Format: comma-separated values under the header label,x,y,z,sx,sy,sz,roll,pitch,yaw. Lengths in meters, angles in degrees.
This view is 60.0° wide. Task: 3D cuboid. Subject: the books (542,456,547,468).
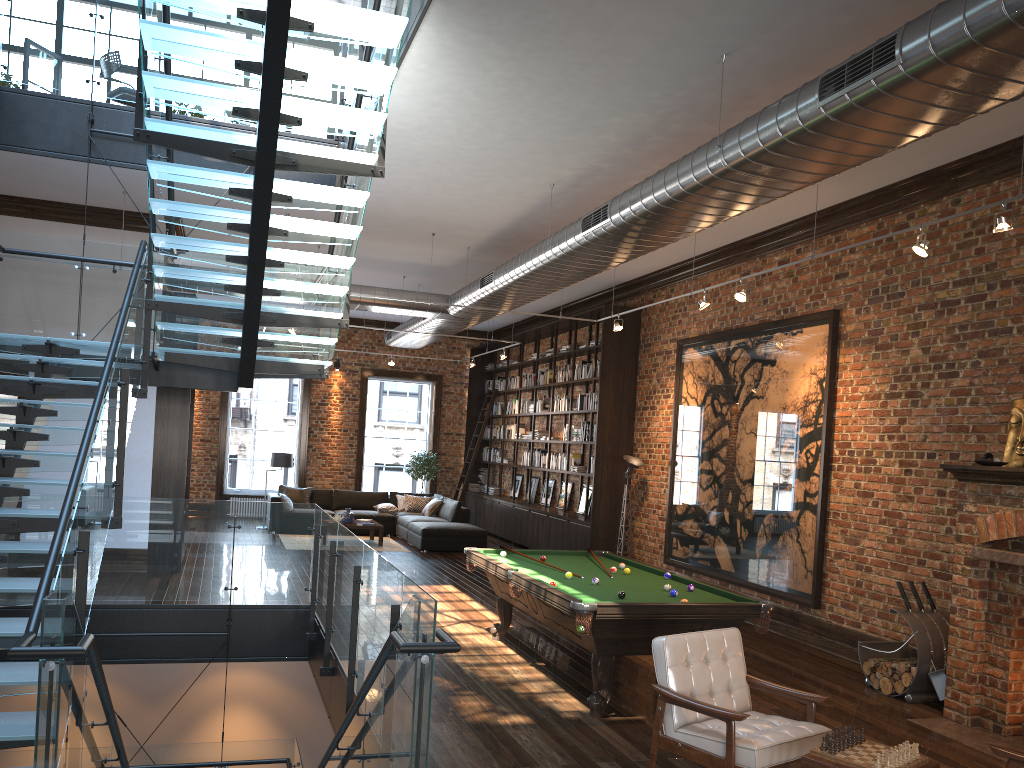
label,x,y,z,sx,sy,sz,roll,pitch,yaw
books,0.655,1.430,16.262,0.191,0.218,0.033,4,1,-18

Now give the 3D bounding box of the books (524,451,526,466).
label,x,y,z,sx,sy,sz,roll,pitch,yaw
books,0.327,1.454,17.273,0.180,0.275,0.013,4,1,-18

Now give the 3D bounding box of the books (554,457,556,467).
label,x,y,z,sx,sy,sz,roll,pitch,yaw
books,0.835,1.405,15.699,0.174,0.217,0.027,4,1,-18

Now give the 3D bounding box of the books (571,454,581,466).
label,x,y,z,sx,sy,sz,roll,pitch,yaw
books,1.082,1.337,15.015,0.159,0.285,0.014,4,1,-18

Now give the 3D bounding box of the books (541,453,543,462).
label,x,y,z,sx,sy,sz,roll,pitch,yaw
books,0.622,1.416,16.378,0.171,0.258,0.013,4,1,-18

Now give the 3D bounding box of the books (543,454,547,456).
label,x,y,z,sx,sy,sz,roll,pitch,yaw
books,0.655,1.412,16.286,0.177,0.256,0.014,4,1,-18

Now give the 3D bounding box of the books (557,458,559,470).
label,x,y,z,sx,sy,sz,roll,pitch,yaw
books,0.868,1.410,15.595,0.165,0.196,0.027,4,1,-18

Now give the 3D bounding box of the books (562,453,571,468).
label,x,y,z,sx,sy,sz,roll,pitch,yaw
books,0.963,1.347,15.335,0.178,0.297,0.014,4,1,-18

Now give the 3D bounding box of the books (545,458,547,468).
label,x,y,z,sx,sy,sz,roll,pitch,yaw
books,0.675,1.447,16.238,0.149,0.182,0.026,4,1,-18

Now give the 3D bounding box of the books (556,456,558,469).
label,x,y,z,sx,sy,sz,roll,pitch,yaw
books,0.858,1.391,15.639,0.166,0.238,0.034,4,1,-18

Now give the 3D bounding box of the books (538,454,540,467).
label,x,y,z,sx,sy,sz,roll,pitch,yaw
books,0.586,1.422,16.448,0.187,0.251,0.050,4,0,-18

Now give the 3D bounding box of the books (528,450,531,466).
label,x,y,z,sx,sy,sz,roll,pitch,yaw
books,0.414,1.428,17.017,0.184,0.301,0.016,4,1,-18

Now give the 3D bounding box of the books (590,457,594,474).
label,x,y,z,sx,sy,sz,roll,pitch,yaw
books,1.342,1.298,14.132,0.172,0.266,0.037,4,1,-18

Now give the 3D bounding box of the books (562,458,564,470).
label,x,y,z,sx,sy,sz,roll,pitch,yaw
books,0.964,1.390,15.315,0.183,0.207,0.028,4,1,-18

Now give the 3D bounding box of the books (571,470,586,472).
label,x,y,z,sx,sy,sz,roll,pitch,yaw
books,1.106,1.442,14.728,0.160,0.012,0.339,4,-4,-14

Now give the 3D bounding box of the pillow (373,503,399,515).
label,x,y,z,sx,sy,sz,roll,pitch,yaw
pillow,-2.460,2.436,17.317,0.410,0.204,0.610,5,-4,-20

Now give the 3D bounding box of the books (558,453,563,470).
label,x,y,z,sx,sy,sz,roll,pitch,yaw
books,0.893,1.362,15.570,0.152,0.292,0.031,4,1,-18

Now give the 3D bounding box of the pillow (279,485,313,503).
label,x,y,z,sx,sy,sz,roll,pitch,yaw
pillow,-4.174,2.169,17.011,0.702,0.440,0.304,4,-1,-18

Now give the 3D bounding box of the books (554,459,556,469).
label,x,y,z,sx,sy,sz,roll,pitch,yaw
books,0.839,1.420,15.669,0.175,0.184,0.034,4,0,-18

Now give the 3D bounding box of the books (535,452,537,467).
label,x,y,z,sx,sy,sz,roll,pitch,yaw
books,0.533,1.417,16.660,0.185,0.285,0.015,4,1,-18

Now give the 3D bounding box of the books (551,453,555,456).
label,x,y,z,sx,sy,sz,roll,pitch,yaw
books,0.777,1.385,15.952,0.159,0.285,0.014,4,1,-18

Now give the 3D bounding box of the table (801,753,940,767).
label,x,y,z,sx,sy,sz,roll,pitch,yaw
table,1.639,1.980,4.103,0.518,0.495,0.462,5,-2,-43

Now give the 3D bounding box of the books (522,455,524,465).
label,x,y,z,sx,sy,sz,roll,pitch,yaw
books,0.285,1.500,17.424,0.178,0.205,0.068,4,0,-18

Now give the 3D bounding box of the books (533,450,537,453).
label,x,y,z,sx,sy,sz,roll,pitch,yaw
books,0.453,1.419,16.930,0.170,0.311,0.038,4,1,-18

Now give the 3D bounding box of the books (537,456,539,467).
label,x,y,z,sx,sy,sz,roll,pitch,yaw
books,0.565,1.449,16.522,0.180,0.206,0.012,4,1,-18

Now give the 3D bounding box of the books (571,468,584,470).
label,x,y,z,sx,sy,sz,roll,pitch,yaw
books,1.103,1.418,14.726,0.160,0.012,0.338,5,-4,-15

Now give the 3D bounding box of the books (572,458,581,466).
label,x,y,z,sx,sy,sz,roll,pitch,yaw
books,1.087,1.364,14.994,0.141,0.229,0.032,4,1,-18

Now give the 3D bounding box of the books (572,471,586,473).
label,x,y,z,sx,sy,sz,roll,pitch,yaw
books,1.100,1.454,14.727,0.160,0.012,0.338,5,-4,-15

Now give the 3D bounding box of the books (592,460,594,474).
label,x,y,z,sx,sy,sz,roll,pitch,yaw
books,1.362,1.314,14.038,0.189,0.223,0.035,4,1,-18

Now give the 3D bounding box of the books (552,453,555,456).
label,x,y,z,sx,sy,sz,roll,pitch,yaw
books,0.782,1.387,15.904,0.146,0.276,0.013,4,1,-18

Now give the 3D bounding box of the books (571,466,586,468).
label,x,y,z,sx,sy,sz,roll,pitch,yaw
books,1.107,1.381,14.727,0.160,0.012,0.338,4,-4,-14

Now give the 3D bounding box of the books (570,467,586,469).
label,x,y,z,sx,sy,sz,roll,pitch,yaw
books,1.098,1.393,14.725,0.161,0.012,0.299,5,-4,-18

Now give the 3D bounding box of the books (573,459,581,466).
label,x,y,z,sx,sy,sz,roll,pitch,yaw
books,1.099,1.371,14.962,0.136,0.210,0.035,4,1,-18

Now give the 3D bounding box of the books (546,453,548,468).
label,x,y,z,sx,sy,sz,roll,pitch,yaw
books,0.707,1.401,16.121,0.159,0.270,0.032,4,1,-18

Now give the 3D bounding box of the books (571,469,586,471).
label,x,y,z,sx,sy,sz,roll,pitch,yaw
books,1.104,1.430,14.727,0.161,0.012,0.304,4,-4,-13

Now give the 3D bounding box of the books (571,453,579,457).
label,x,y,z,sx,sy,sz,roll,pitch,yaw
books,1.062,1.332,15.074,0.149,0.301,0.013,3,1,-18

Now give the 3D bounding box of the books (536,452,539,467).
label,x,y,z,sx,sy,sz,roll,pitch,yaw
books,0.548,1.413,16.606,0.185,0.288,0.016,4,1,-18

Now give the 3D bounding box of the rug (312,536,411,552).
label,x,y,z,sx,sy,sz,roll,pitch,yaw
rug,-2.949,2.755,15.382,2.025,0.003,2.115,5,-4,-18

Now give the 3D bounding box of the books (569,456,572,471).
label,x,y,z,sx,sy,sz,roll,pitch,yaw
books,1.044,1.356,15.042,0.176,0.246,0.039,4,1,-18

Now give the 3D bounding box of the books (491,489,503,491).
label,x,y,z,sx,sy,sz,roll,pitch,yaw
books,-0.340,2.268,19.029,0.229,0.008,0.332,4,-4,-12

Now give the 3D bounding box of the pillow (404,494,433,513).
label,x,y,z,sx,sy,sz,roll,pitch,yaw
pillow,-1.845,2.367,17.545,0.612,0.361,0.288,4,-1,-14

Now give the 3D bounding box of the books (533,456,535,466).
label,x,y,z,sx,sy,sz,roll,pitch,yaw
books,0.469,1.465,16.830,0.175,0.206,0.031,4,1,-18

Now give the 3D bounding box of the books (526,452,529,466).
label,x,y,z,sx,sy,sz,roll,pitch,yaw
books,0.363,1.454,17.145,0.190,0.260,0.027,4,1,-18

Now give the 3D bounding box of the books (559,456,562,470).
label,x,y,z,sx,sy,sz,roll,pitch,yaw
books,0.920,1.378,15.449,0.191,0.245,0.031,4,1,-18

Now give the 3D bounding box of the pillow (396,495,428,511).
label,x,y,z,sx,sy,sz,roll,pitch,yaw
pillow,-1.972,2.396,17.693,0.704,0.338,0.269,4,-1,-17

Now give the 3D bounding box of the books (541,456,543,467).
label,x,y,z,sx,sy,sz,roll,pitch,yaw
books,0.635,1.440,16.334,0.191,0.205,0.025,4,1,-18

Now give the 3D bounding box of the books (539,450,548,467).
label,x,y,z,sx,sy,sz,roll,pitch,yaw
books,0.601,1.388,16.418,0.186,0.317,0.015,4,1,-18

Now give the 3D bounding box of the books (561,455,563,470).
label,x,y,z,sx,sy,sz,roll,pitch,yaw
books,0.943,1.365,15.380,0.161,0.265,0.033,4,1,-18

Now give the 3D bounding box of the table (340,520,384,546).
label,x,y,z,sx,sy,sz,roll,pitch,yaw
table,-2.838,2.599,15.545,1.002,0.345,1.001,5,-4,-18

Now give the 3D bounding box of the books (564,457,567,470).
label,x,y,z,sx,sy,sz,roll,pitch,yaw
books,0.986,1.373,15.246,0.175,0.235,0.027,4,1,-18

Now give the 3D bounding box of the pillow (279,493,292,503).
label,x,y,z,sx,sy,sz,roll,pitch,yaw
pillow,-4.224,2.211,16.590,0.244,0.305,0.573,4,-3,-17

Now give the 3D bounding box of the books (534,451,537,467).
label,x,y,z,sx,sy,sz,roll,pitch,yaw
books,0.509,1.419,16.774,0.155,0.294,0.029,4,1,-18

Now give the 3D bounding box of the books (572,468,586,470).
label,x,y,z,sx,sy,sz,roll,pitch,yaw
books,1.108,1.406,14.727,0.161,0.012,0.303,4,-4,-14

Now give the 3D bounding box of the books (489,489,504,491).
label,x,y,z,sx,sy,sz,roll,pitch,yaw
books,-0.328,2.277,19.033,0.227,0.007,0.369,5,-4,-19

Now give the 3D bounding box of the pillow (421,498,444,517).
label,x,y,z,sx,sy,sz,roll,pitch,yaw
pillow,-1.542,2.391,17.154,0.314,0.355,0.629,4,-3,-18

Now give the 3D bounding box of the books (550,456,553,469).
label,x,y,z,sx,sy,sz,roll,pitch,yaw
books,0.778,1.406,15.880,0.168,0.234,0.032,4,1,-18
